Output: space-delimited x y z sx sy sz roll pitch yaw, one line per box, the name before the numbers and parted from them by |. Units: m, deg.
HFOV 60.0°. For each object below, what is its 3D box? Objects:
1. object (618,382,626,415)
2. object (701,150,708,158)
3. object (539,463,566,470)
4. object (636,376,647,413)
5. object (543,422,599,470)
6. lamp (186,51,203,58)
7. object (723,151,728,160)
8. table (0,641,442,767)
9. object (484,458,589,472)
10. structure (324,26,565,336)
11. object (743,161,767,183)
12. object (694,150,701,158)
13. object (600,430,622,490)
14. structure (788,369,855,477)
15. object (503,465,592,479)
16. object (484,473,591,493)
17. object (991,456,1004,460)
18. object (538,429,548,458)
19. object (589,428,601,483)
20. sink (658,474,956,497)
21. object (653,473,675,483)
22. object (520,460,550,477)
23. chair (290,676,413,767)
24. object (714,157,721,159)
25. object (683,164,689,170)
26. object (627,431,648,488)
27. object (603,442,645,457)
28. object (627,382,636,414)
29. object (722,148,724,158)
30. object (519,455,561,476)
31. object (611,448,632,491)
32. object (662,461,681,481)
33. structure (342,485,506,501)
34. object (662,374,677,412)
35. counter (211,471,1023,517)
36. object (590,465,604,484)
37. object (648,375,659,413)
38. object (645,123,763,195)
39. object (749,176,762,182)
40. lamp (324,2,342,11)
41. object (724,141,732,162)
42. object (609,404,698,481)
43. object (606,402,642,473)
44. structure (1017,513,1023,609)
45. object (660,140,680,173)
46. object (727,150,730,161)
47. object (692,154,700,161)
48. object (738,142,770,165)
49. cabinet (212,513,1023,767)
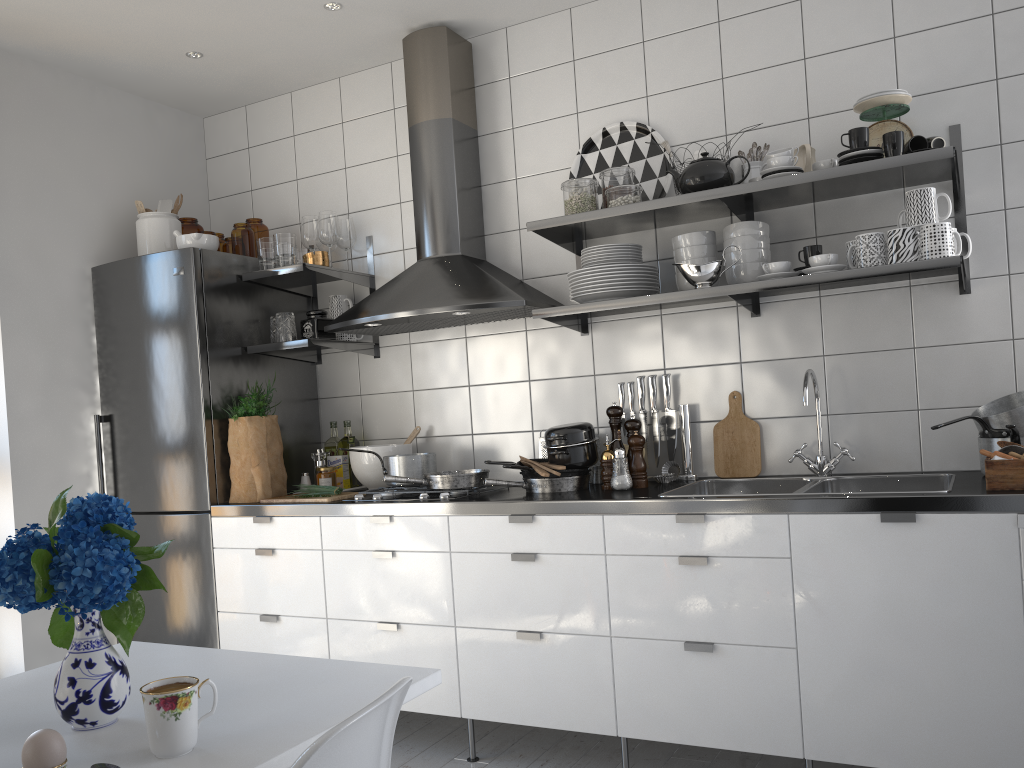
object | 0.392 0.051 3.149 0.028 0.114 0.019 -4 0 23
object | 0.660 -0.682 2.973 0.025 0.227 0.086 -4 0 -3
object | 0.117 0.277 2.938 0.065 0.021 0.336 -4 -2 -9
object | 0.457 0.037 3.113 0.033 0.132 0.022 -4 0 32
object | 0.199 0.210 2.981 0.190 0.159 0.197 -4 -1 -11
lamp | -1.232 -1.286 3.434 0.064 0.030 0.064 -4 -2 20
object | 0.667 -0.662 2.883 0.090 0.181 0.023 -4 0 1
table | -0.888 0.862 0.946 0.815 0.660 1.824 -4 -2 28
object | 0.109 0.279 2.965 0.246 0.080 0.355 -5 -2 36
structure | -0.316 -0.773 3.287 0.869 1.092 0.471 -4 0 28
object | 0.786 -0.643 2.840 0.084 0.130 0.084 -4 0 6
object | 0.634 -0.682 2.994 0.029 0.232 0.063 -4 0 16
object | 0.326 0.245 2.888 0.080 0.192 0.058 -4 0 17
structure | 0.971 0.128 2.749 0.189 0.352 0.274 -4 -1 4
object | 0.098 0.294 2.971 0.347 0.082 0.243 -3 -2 -21
object | 0.093 0.331 3.000 0.351 0.061 0.232 -4 -2 6
object | 1.211 0.201 2.190 0.049 0.048 0.048 -4 -1 39
object | 0.151 0.263 3.233 0.101 0.201 0.081 -4 0 18
object | 0.268 0.255 3.225 0.080 0.201 0.101 -4 0 -42
sink | 0.862 0.347 2.576 0.766 0.111 0.487 -5 -2 28
object | 0.511 0.316 2.974 0.072 0.031 0.070 -5 -2 28
object | 0.072 0.275 2.910 0.064 0.044 0.335 -4 -2 -6
chair | -0.367 0.761 1.056 0.543 0.801 0.464 -4 0 17
object | 0.667 -0.663 2.918 0.023 0.187 0.081 -4 0 37
object | 0.594 -0.656 2.975 0.023 0.186 0.080 -4 0 2
object | 0.406 0.243 2.868 0.058 0.184 0.058 -4 0 -34
object | 0.383 0.271 3.055 0.115 0.144 0.127 -4 -1 -23
object | 0.423 0.049 3.132 0.028 0.114 0.019 -4 0 23
object | 0.691 -0.680 2.942 0.068 0.217 0.020 -4 0 -36
object | 0.087 0.267 2.914 0.059 0.061 0.334 -4 -2 -14
object | 0.346 0.270 2.825 0.069 0.135 0.069 -4 0 8
object | 0.547 0.297 3.029 0.069 0.068 0.029 -4 0 33
structure | -0.286 0.379 3.205 0.467 0.029 0.490 -5 -2 28
object | 0.544 0.030 3.066 0.046 0.132 0.022 -4 0 32
counter | 0.460 0.352 2.817 3.242 0.045 0.650 -5 -2 28
object | 0.300 0.317 3.123 0.066 0.067 0.053 -4 -1 -11
object | 0.494 0.034 3.093 0.033 0.132 0.022 -4 0 32
object | 0.635 -0.705 2.920 0.378 0.279 0.198 -4 0 10
object | 0.768 -0.605 2.716 0.079 0.048 0.082 -4 -1 3
lamp | -0.630 -1.337 3.113 0.064 0.030 0.064 -4 -2 20
object | 0.686 -0.685 2.921 0.086 0.226 0.027 -4 0 11
object | 0.486 0.210 3.105 0.322 0.260 0.066 -4 0 28
object | 0.378 0.199 2.951 0.123 0.283 0.060 -4 0 33
structure | 1.573 0.677 2.152 0.574 0.791 0.508 -4 0 28
object | 0.549 -0.686 2.915 0.113 0.250 0.021 -4 0 33
object | 0.687 -0.667 2.898 0.062 0.190 0.023 -4 0 9
object | 0.632 -0.676 2.973 0.028 0.220 0.100 -4 0 -1
object | 0.782 -0.685 2.853 0.105 0.203 0.077 -4 0 26
cabinet | 0.485 0.770 2.814 3.241 0.795 0.662 -5 -1 28
